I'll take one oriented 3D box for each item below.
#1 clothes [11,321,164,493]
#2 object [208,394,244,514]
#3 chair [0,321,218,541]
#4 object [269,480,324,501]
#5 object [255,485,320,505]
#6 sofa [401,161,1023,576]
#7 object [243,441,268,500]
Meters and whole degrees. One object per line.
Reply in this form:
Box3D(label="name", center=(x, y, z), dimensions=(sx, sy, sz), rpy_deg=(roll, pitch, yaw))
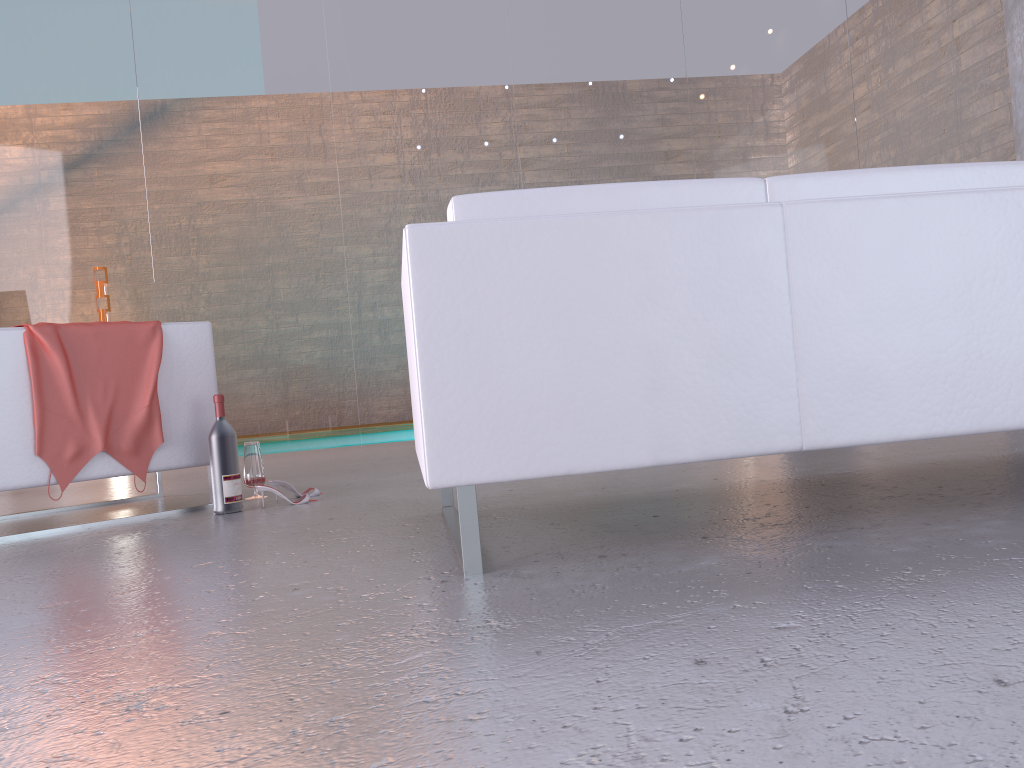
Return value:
Box3D(label="clothes", center=(-1.512, 0.074, 3.221), dimensions=(0.574, 0.604, 0.254), rpy_deg=(-5, 0, -38))
Box3D(label="object", center=(-1.059, 0.255, 3.259), dimensions=(0.109, 0.435, 0.109), rpy_deg=(-5, 0, 20))
Box3D(label="chair", center=(-1.791, 0.133, 3.481), dimensions=(1.026, 0.808, 0.936), rpy_deg=(-5, 0, -37))
Box3D(label="object", center=(-0.856, 0.411, 3.526), dimensions=(0.235, 0.087, 0.079), rpy_deg=(-5, 1, -40))
Box3D(label="object", center=(-0.839, 0.410, 3.331), dimensions=(0.235, 0.087, 0.079), rpy_deg=(-5, 0, -29))
Box3D(label="sofa", center=(0.901, -0.102, 2.471), dimensions=(2.353, 0.824, 1.026), rpy_deg=(-5, 0, -7))
Box3D(label="object", center=(-1.065, 0.355, 3.658), dimensions=(0.091, 0.233, 0.091), rpy_deg=(-5, 0, 20))
